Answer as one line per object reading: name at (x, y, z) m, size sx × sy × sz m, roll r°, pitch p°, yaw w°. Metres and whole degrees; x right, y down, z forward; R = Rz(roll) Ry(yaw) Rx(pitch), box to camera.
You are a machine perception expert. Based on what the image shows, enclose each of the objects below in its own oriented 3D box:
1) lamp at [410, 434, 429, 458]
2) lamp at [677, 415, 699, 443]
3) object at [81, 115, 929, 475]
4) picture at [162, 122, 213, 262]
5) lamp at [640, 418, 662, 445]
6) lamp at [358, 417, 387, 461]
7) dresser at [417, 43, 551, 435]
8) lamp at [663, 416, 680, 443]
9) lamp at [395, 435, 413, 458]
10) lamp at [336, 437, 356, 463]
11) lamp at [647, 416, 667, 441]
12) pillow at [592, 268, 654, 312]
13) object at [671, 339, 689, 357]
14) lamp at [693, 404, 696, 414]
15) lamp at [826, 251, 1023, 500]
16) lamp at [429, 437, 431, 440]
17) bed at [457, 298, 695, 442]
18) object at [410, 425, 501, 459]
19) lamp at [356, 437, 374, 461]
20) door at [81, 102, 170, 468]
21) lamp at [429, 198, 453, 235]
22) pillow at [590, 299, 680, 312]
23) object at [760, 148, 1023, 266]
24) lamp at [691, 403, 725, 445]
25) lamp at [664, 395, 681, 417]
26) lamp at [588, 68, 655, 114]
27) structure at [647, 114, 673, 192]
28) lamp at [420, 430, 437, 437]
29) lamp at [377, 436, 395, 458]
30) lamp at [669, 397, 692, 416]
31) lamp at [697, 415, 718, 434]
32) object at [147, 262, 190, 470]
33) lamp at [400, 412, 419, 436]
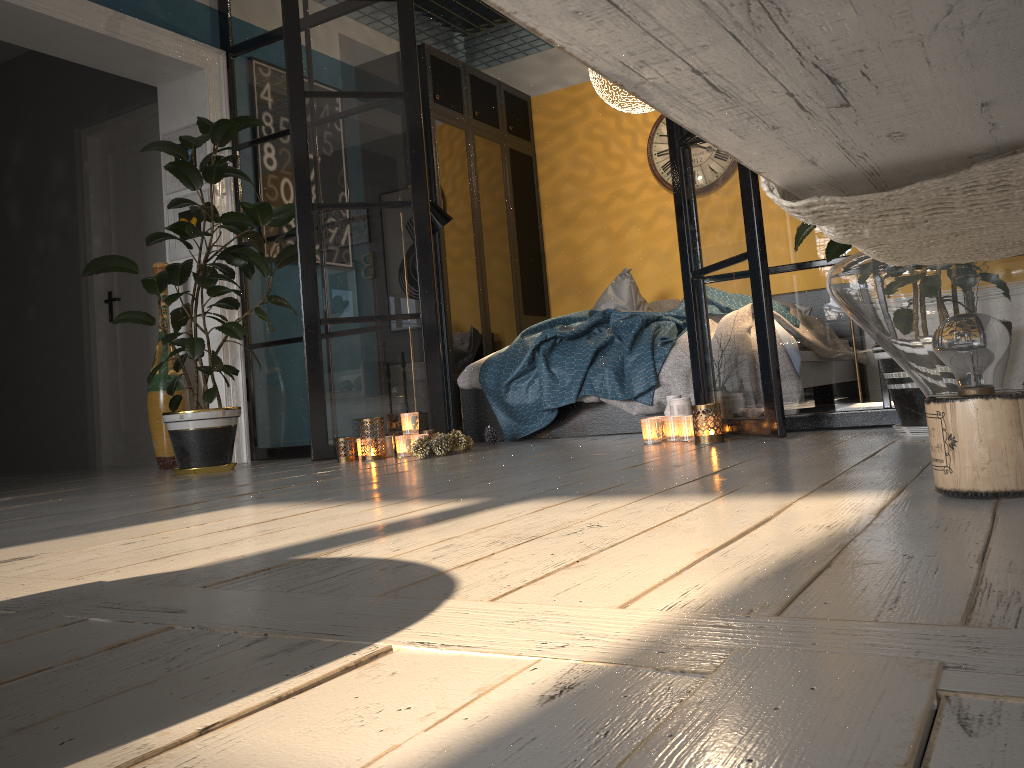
lamp at (-0.406, 0.273, 3.913) m, size 0.081 × 0.099 × 0.080 m, roll -4°, pitch -3°, yaw -19°
lamp at (0.672, 0.171, 3.366) m, size 0.081 × 0.099 × 0.080 m, roll -4°, pitch -3°, yaw -19°
object at (-0.098, -0.610, 3.597) m, size 3.882 × 1.804 × 1.010 m, roll -6°, pitch -4°, yaw 30°
picture at (-2.351, -1.069, 4.225) m, size 0.357 × 0.756 × 1.945 m, roll -7°, pitch -2°, yaw 31°
lamp at (0.545, 0.184, 3.446) m, size 0.081 × 0.099 × 0.080 m, roll -4°, pitch -3°, yaw -19°
lamp at (-0.627, 0.248, 3.978) m, size 0.114 × 0.188 × 0.114 m, roll -7°, pitch -4°, yaw 29°
dresser at (-0.357, -0.969, 6.558) m, size 0.635 × 2.630 × 1.431 m, roll -8°, pitch -5°, yaw 31°
lamp at (0.635, 0.176, 3.444) m, size 0.081 × 0.099 × 0.080 m, roll -4°, pitch -3°, yaw -19°
lamp at (-0.481, 0.280, 3.966) m, size 0.081 × 0.099 × 0.080 m, roll -4°, pitch -3°, yaw -19°
lamp at (-0.759, 0.301, 4.038) m, size 0.084 × 0.111 × 0.084 m, roll -5°, pitch -3°, yaw 6°
lamp at (0.588, 0.182, 3.573) m, size 0.081 × 0.099 × 0.080 m, roll -5°, pitch -3°, yaw -5°
pillow at (0.699, -0.455, 5.886) m, size 0.779 × 0.602 × 0.499 m, roll -7°, pitch -4°, yaw 37°
object at (0.923, -0.053, 3.787) m, size 0.279 × 0.524 × 0.435 m, roll -4°, pitch -3°, yaw -19°
lamp at (0.798, 0.156, 3.863) m, size 0.108 × 0.132 × 0.095 m, roll -5°, pitch -3°, yaw 1°
lamp at (0.768, -0.039, 1.470) m, size 0.433 × 0.440 × 0.430 m, roll -3°, pitch -4°, yaw -37°
lamp at (-0.376, 0.282, 4.021) m, size 0.068 × 0.081 × 0.069 m, roll -7°, pitch -4°, yaw 38°
bed at (0.991, -0.168, 5.203) m, size 1.890 × 0.774 × 2.322 m, roll -6°, pitch -2°, yaw 31°
object at (-0.241, 0.260, 4.048) m, size 0.191 × 0.118 × 0.716 m, roll -6°, pitch -1°, yaw 20°
lamp at (-0.669, 0.298, 4.057) m, size 0.081 × 0.099 × 0.080 m, roll -4°, pitch -3°, yaw -19°
door at (-2.374, -0.638, 5.795) m, size 1.033 × 2.318 × 0.177 m, roll -7°, pitch -5°, yaw 30°
lamp at (-0.493, -0.424, 4.907) m, size 0.404 × 1.533 × 0.230 m, roll -2°, pitch -5°, yaw -29°
pillow at (0.922, -0.371, 6.241) m, size 0.755 × 0.458 × 0.512 m, roll -5°, pitch -3°, yaw 2°
object at (0.362, -0.282, 0.697) m, size 0.327 × 0.308 × 0.785 m, roll -7°, pitch -2°, yaw 32°
lamp at (0.709, 0.144, 3.207) m, size 0.107 × 0.141 × 0.107 m, roll -5°, pitch -3°, yaw -6°
lamp at (0.677, 0.137, 3.663) m, size 0.092 × 0.181 × 0.091 m, roll -2°, pitch -5°, yaw -39°
lamp at (0.757, -2.221, 5.480) m, size 0.617 × 1.101 × 0.612 m, roll -4°, pitch -4°, yaw -18°
structure at (1.319, -1.728, 6.411) m, size 0.724 × 0.728 × 0.070 m, roll -7°, pitch -5°, yaw 31°
lamp at (-0.391, 0.272, 4.181) m, size 0.080 × 0.107 × 0.081 m, roll -7°, pitch -4°, yaw 30°
lamp at (-0.579, 0.290, 4.072) m, size 0.081 × 0.099 × 0.080 m, roll -4°, pitch -3°, yaw -19°
lamp at (0.681, 0.140, 3.544) m, size 0.089 × 0.167 × 0.092 m, roll -5°, pitch -4°, yaw -3°
lamp at (0.736, 0.165, 3.303) m, size 0.081 × 0.099 × 0.080 m, roll -4°, pitch -3°, yaw -19°
object at (-1.877, -0.101, 4.805) m, size 0.215 × 1.129 × 0.215 m, roll -7°, pitch -5°, yaw 25°
lamp at (-0.454, 0.178, 3.946) m, size 0.081 × 0.099 × 0.080 m, roll -4°, pitch -3°, yaw -19°
